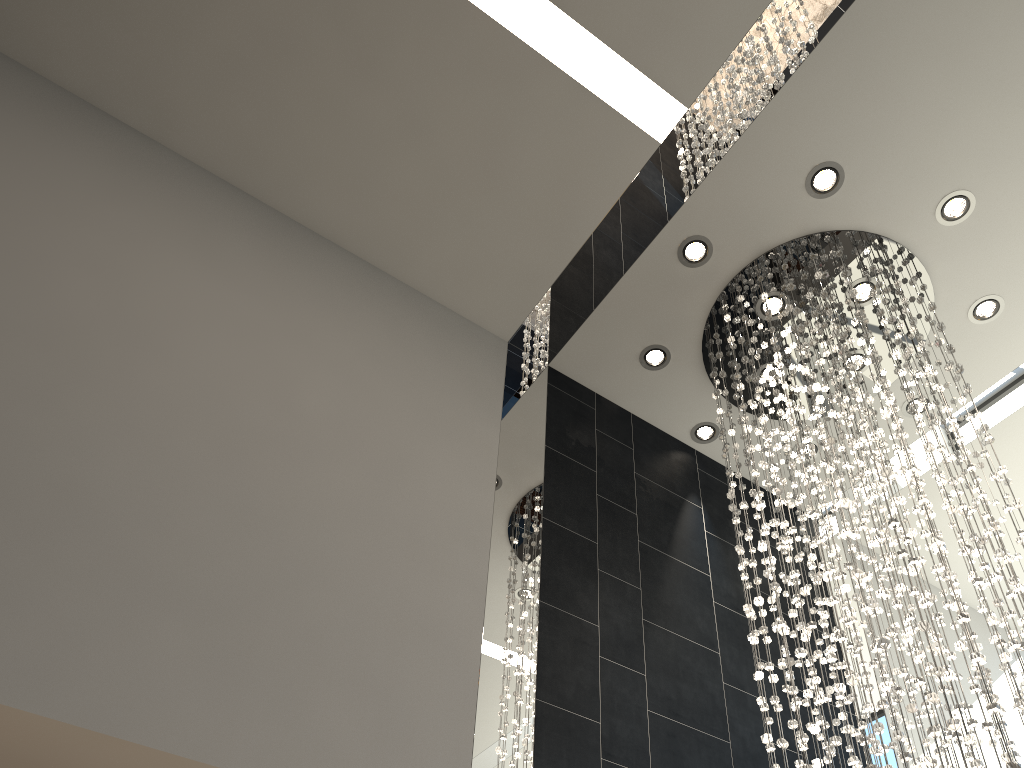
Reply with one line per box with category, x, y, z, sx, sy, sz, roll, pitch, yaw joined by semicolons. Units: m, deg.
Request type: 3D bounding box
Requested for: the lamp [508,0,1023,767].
lamp;-0.419;-31.163;26.608;399.747;101.690;448.592;7;-46;-3
